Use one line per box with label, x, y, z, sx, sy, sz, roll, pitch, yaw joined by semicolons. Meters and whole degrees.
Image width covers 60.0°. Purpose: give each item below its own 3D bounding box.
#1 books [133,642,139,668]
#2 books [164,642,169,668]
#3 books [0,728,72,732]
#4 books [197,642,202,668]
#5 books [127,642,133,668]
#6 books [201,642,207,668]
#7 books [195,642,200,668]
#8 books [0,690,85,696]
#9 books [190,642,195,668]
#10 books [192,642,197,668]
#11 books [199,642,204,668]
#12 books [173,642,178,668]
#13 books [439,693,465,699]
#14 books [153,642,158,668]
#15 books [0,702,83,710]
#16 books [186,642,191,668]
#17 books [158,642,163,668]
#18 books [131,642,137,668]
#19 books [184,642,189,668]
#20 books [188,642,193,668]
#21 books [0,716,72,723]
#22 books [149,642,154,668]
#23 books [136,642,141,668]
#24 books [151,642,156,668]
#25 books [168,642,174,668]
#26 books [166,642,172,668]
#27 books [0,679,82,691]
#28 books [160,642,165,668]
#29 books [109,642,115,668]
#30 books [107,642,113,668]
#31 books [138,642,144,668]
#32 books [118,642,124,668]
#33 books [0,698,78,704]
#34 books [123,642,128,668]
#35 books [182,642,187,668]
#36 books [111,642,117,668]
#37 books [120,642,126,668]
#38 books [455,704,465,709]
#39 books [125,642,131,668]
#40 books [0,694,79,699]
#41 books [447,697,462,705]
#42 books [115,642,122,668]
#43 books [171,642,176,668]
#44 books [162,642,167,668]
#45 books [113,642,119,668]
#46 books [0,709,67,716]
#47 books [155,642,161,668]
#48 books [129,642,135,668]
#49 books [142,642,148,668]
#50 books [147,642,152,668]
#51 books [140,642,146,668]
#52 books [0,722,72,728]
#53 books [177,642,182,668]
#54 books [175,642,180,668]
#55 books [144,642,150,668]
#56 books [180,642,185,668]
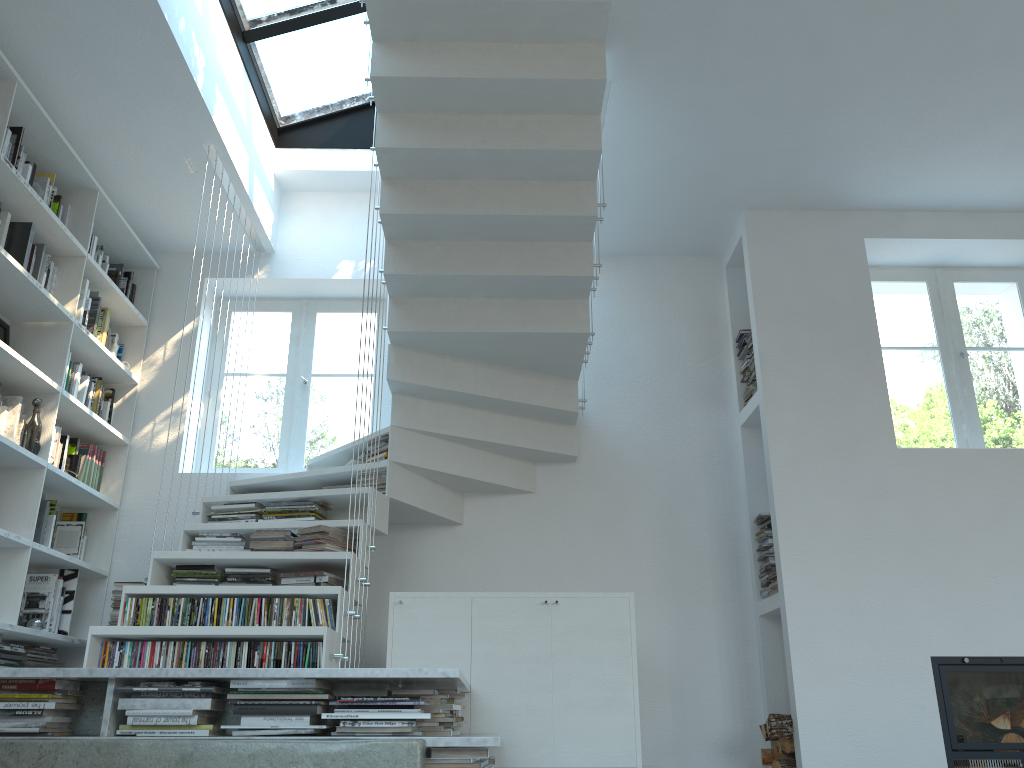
books;-1.342;1.005;3.218;0.008;0.125;0.126;0;-21;-1
books;-1.235;1.006;3.220;0.008;0.125;0.126;0;-21;-1
books;-1.394;0.966;2.476;0.253;0.011;0.183;-1;-21;3
books;-1.119;1.007;3.222;0.007;0.124;0.126;0;-21;-1
books;-1.365;1.005;3.218;0.007;0.124;0.126;0;-21;-1
books;-1.104;1.007;3.222;0.010;0.125;0.126;0;-21;-1
books;-1.127;1.006;3.222;0.007;0.124;0.126;0;-21;-1
books;-1.394;0.885;2.539;0.296;0.013;0.129;1;-21;-3
books;-1.142;1.006;3.222;0.007;0.124;0.126;0;-21;-1
books;-1.135;1.006;3.222;0.008;0.125;0.126;0;-21;-1
books;-1.112;1.007;3.222;0.007;0.124;0.126;0;-21;-1
books;-1.203;1.006;3.221;0.008;0.125;0.126;0;-21;-1
books;-0.271;1.163;3.301;0.181;0.013;0.287;2;-21;-6
books;-1.274;1.006;3.219;0.008;0.125;0.126;0;-21;-1
books;-1.394;0.910;2.505;0.293;0.017;0.179;0;-21;0
books;-1.157;1.006;3.221;0.008;0.125;0.126;0;-21;-1
books;-1.257;1.006;3.220;0.007;0.124;0.126;0;-21;-1
books;-1.351;1.005;3.218;0.008;0.125;0.126;0;-21;-1
books;-1.164;1.006;3.221;0.007;0.124;0.126;0;-21;-1
books;-1.150;1.006;3.221;0.009;0.125;0.126;0;-21;-1
books;-1.394;0.950;2.513;0.237;0.017;0.138;1;-21;-2
books;-1.290;1.006;3.219;0.008;0.125;0.126;0;-21;-1
books;-1.335;1.005;3.219;0.008;0.125;0.126;0;-21;-1
books;-1.282;1.006;3.219;0.007;0.125;0.126;0;-21;-1
books;-1.219;1.006;3.220;0.007;0.124;0.126;0;-21;-1
books;-1.227;1.006;3.220;0.008;0.125;0.126;0;-21;-1
books;-1.394;0.862;2.535;0.261;0.028;0.140;-1;-21;4
books;-1.250;1.006;3.220;0.007;0.124;0.126;0;-21;-1
books;-1.429;1.005;3.217;0.007;0.124;0.126;0;-21;-1
books;-1.437;1.005;3.217;0.009;0.125;0.126;0;-21;-1
books;-1.326;1.005;3.219;0.008;0.125;0.126;0;-21;-1
books;-1.398;1.005;3.218;0.010;0.125;0.126;0;-21;-1
books;-1.394;0.898;2.513;0.254;0.012;0.161;-1;-21;3
books;-1.381;1.005;3.218;0.009;0.125;0.126;0;-21;-1
books;-1.172;1.006;3.221;0.008;0.125;0.126;0;-21;-1
books;-1.421;1.005;3.217;0.007;0.124;0.126;0;-21;-1
books;-1.389;1.005;3.218;0.007;0.124;0.126;0;-21;-1
books;-0.275;1.197;3.288;0.179;0.012;0.262;-1;-21;3
books;-1.373;1.005;3.218;0.009;0.125;0.126;0;-21;-1
books;-1.394;0.886;2.510;0.261;0.009;0.187;1;-21;-2
books;-0.282;1.180;3.294;0.167;0.024;0.193;-1;-21;4
books;-1.407;1.005;3.217;0.008;0.125;0.126;0;-21;-1
books;-1.211;1.006;3.220;0.008;0.125;0.126;0;-21;-1
books;-1.242;1.006;3.220;0.008;0.125;0.126;0;-21;-1
books;-1.414;1.005;3.217;0.008;0.125;0.126;0;-21;-1
books;-1.394;0.930;2.507;0.203;0.018;0.160;1;-21;-3
books;-1.266;1.006;3.220;0.009;0.125;0.126;0;-21;-1
books;-1.358;1.005;3.218;0.008;0.125;0.126;0;-21;-1
books;-1.311;1.005;3.219;0.007;0.124;0.126;0;-21;-1
books;-1.297;1.005;3.219;0.008;0.125;0.126;0;-21;-1
books;-1.319;1.005;3.219;0.007;0.124;0.126;0;-21;-1
books;-1.394;0.957;2.487;0.247;0.014;0.178;1;-21;-3
books;-1.187;1.006;3.221;0.008;0.125;0.126;0;-21;-1
books;-1.196;1.006;3.221;0.008;0.125;0.126;0;-21;-1
books;-1.304;1.005;3.219;0.007;0.124;0.126;0;-21;-1
books;-1.180;1.006;3.221;0.009;0.125;0.126;0;-21;-1
